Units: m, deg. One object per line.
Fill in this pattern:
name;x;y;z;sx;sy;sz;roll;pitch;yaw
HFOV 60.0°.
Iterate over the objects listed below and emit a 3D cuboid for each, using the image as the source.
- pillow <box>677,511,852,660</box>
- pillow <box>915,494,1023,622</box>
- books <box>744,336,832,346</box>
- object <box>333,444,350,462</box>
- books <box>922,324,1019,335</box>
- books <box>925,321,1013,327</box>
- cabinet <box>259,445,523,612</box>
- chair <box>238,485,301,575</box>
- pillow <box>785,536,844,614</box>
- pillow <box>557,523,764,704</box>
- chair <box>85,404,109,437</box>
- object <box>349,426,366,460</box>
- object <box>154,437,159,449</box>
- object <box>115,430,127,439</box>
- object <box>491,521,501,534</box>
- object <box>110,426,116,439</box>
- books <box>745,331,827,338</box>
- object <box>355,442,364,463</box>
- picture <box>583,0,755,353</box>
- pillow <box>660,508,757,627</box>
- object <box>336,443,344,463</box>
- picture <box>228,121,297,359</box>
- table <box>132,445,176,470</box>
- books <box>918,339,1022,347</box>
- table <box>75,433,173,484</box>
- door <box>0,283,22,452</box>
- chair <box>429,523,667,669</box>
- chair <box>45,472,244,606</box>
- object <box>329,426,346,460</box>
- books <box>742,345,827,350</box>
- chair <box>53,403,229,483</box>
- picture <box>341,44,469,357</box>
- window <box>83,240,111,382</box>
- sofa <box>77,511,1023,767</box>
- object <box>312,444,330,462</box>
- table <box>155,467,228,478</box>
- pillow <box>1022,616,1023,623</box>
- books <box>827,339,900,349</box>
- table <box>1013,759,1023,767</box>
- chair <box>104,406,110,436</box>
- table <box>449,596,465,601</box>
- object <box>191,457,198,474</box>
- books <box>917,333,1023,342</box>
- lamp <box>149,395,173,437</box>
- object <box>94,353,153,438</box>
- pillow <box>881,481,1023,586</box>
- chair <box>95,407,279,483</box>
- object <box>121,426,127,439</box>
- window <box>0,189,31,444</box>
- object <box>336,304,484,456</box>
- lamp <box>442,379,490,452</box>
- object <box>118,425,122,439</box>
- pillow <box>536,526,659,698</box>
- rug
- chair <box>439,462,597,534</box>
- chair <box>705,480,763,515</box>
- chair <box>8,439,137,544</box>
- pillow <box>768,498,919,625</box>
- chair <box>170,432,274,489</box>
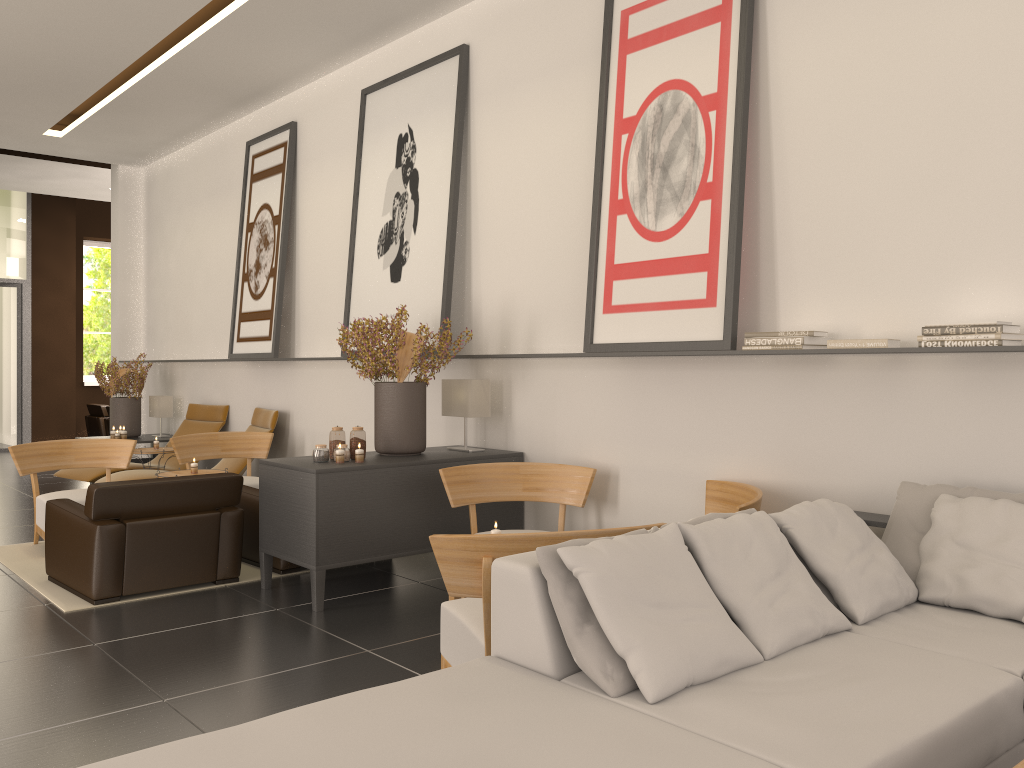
pillow;1.297;0.999;4.592;0.802;0.595;0.595;-1;1;-40
pillow;2.737;0.979;5.067;0.587;0.596;0.819;0;1;-40
books;2.072;-0.317;6.665;0.391;0.063;0.497;-1;1;-41
object;-1.598;0.650;8.332;0.157;0.158;0.157;0;1;22
books;2.902;-0.338;5.614;0.284;0.053;0.485;-1;1;-41
books;2.895;-0.376;5.628;0.256;0.023;0.434;-1;1;-41
cabinet;-1.156;1.338;8.875;2.400;1.240;1.120;-1;1;-41
chair;-2.244;1.392;9.931;1.538;1.076;1.499;-1;1;-41
pillow;1.908;1.043;5.324;0.918;0.510;0.615;-1;1;-39
pillow;0.681;1.008;4.060;0.801;0.598;0.585;-1;1;-41
chair;-11.177;1.101;25.242;1.499;1.076;1.538;-1;1;-41
object;-1.484;0.562;8.537;0.157;0.325;0.157;0;0;-4
object;-5.427;0.895;13.532;0.080;0.187;0.080;0;0;14
object;-6.871;0.897;15.590;0.111;0.187;0.207;0;1;36
object;-0.119;1.106;6.558;0.080;0.187;0.080;0;0;14
object;-7.013;0.864;15.612;0.108;0.254;0.108;0;0;14
books;2.058;-0.368;6.658;0.526;0.040;0.299;1;1;39
object;-1.418;0.636;8.246;0.080;0.187;0.080;0;0;-31
picture;1.313;-2.017;7.590;0.384;3.493;1.600;0;0;-41
pillow;1.257;1.015;4.738;0.919;0.591;0.557;-1;1;-41
object;-1.590;0.637;8.198;0.076;0.187;0.076;0;0;-24
picture;-3.833;-2.131;13.561;0.384;3.493;1.600;0;0;-41
table;-5.458;1.421;13.529;0.797;0.904;0.797;0;1;27
books;2.903;-0.254;5.627;0.316;0.040;0.504;-1;1;-41
table;-6.854;1.400;16.109;1.600;0.840;1.600;-1;1;-41
door;-13.522;-0.406;21.989;2.377;4.269;0.100;0;0;-26
chair;0.156;1.412;5.409;1.452;1.226;1.151;0;1;-16
chair;-3.598;1.415;8.765;1.538;1.076;1.499;-1;1;-41
object;-1.677;0.562;8.518;0.157;0.325;0.157;0;0;41
books;2.055;-0.270;6.666;0.376;0.032;0.504;-1;1;-41
chair;-5.953;1.109;14.397;1.299;1.486;2.421;0;1;39
picture;-1.337;-2.075;10.666;0.384;3.493;2.193;0;0;-41
window;-8.117;-3.709;18.368;99.125;20.581;48.627;-1;1;-41
sofa;2.133;1.469;2.523;5.525;1.205;5.604;-1;1;-41
object;-1.791;0.650;8.312;0.157;0.158;0.157;0;1;22
table;-3.749;1.467;10.398;0.797;0.904;0.797;0;1;-18
pillow;3.135;1.017;4.534;0.803;0.562;0.590;1;1;44
books;2.457;-0.276;6.192;0.406;0.064;0.301;1;1;39
table;2.256;1.662;2.353;1.600;0.840;1.600;-1;1;-41
chair;-10.011;1.127;23.888;1.499;1.076;1.538;-1;1;-41
table;-0.101;1.601;6.558;0.870;0.803;0.870;1;1;42
object;-3.726;0.955;10.397;0.076;0.187;0.076;0;0;-2
books;2.927;-0.293;5.649;0.350;0.038;0.525;-1;1;-36
lamp;-6.500;0.599;16.414;0.257;0.756;0.514;0;0;-41
object;-7.127;0.203;16.184;0.927;1.554;1.586;0;1;-12
pillow;2.669;0.951;5.393;0.643;0.658;0.883;0;1;-41
chair;-4.741;1.136;12.991;2.421;1.486;1.300;0;1;-31
object;-6.842;0.863;15.630;0.104;0.254;0.104;0;0;10
window;-16.194;-1.911;19.278;10.309;7.381;0.100;-1;0;-41
object;-0.950;-0.063;9.150;1.422;1.554;1.437;0;1;-28
lamp;-0.492;0.330;9.429;0.257;0.757;0.514;0;0;-41
object;-6.937;0.862;15.712;0.104;0.254;0.104;0;0;10
pillow;0.591;1.026;4.169;0.919;0.577;0.549;-1;1;-41
rug;-3.525;1.925;10.345;4.000;0.010;3.558;-1;1;-41
chair;0.058;1.365;7.855;1.452;1.226;1.151;0;1;-1
chair;1.273;1.388;6.656;1.151;1.226;1.452;0;1;4
chair;-5.111;1.304;10.547;1.452;1.226;1.151;-1;1;-41
pillow;1.947;0.995;5.163;0.797;0.580;0.625;-1;1;-40
chair;-3.702;1.281;11.761;1.452;1.226;1.151;-1;1;-41
